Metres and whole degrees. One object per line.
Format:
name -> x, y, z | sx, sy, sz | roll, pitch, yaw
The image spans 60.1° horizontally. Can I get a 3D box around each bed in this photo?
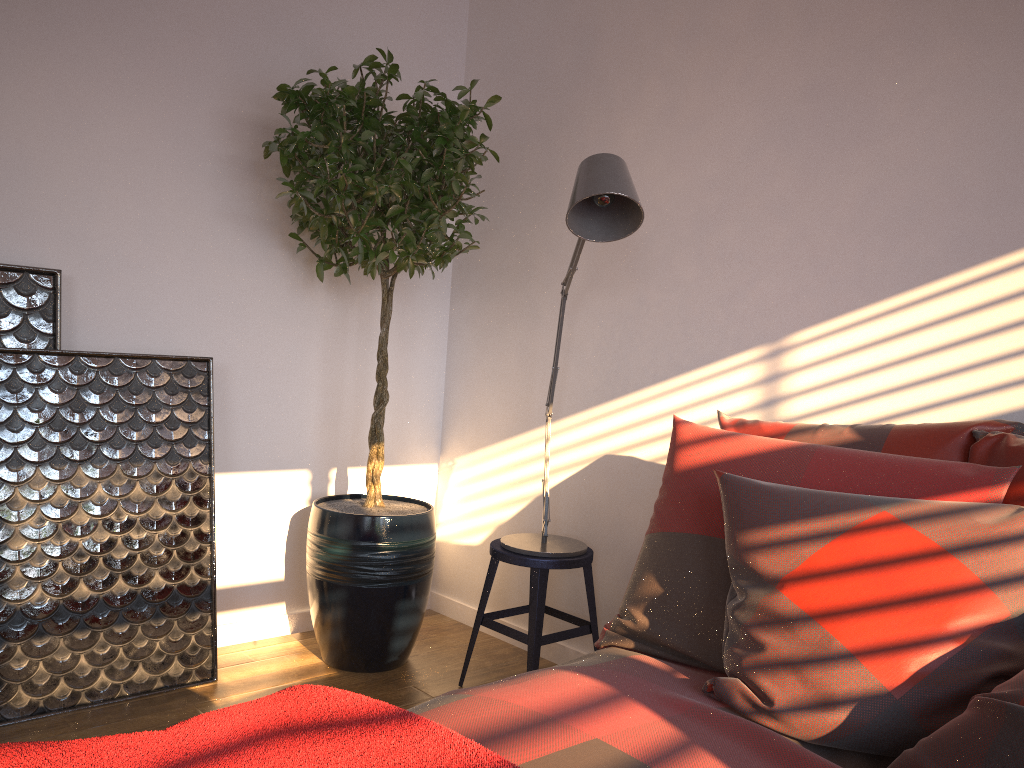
bed -> 0.463, 0.719, 1.040 | 2.314, 0.773, 2.028 | 2, 4, -43

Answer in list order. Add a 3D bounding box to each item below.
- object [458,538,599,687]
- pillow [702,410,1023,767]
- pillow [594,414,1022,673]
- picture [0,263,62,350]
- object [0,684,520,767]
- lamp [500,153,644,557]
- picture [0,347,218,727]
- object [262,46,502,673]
object -> 0.080, 0.764, 2.864 | 0.342, 0.482, 0.337 | 0, 6, -43
pillow -> 0.939, 0.450, 1.422 | 1.144, 0.737, 2.134 | 1, 4, -45
pillow -> 0.912, 0.416, 1.501 | 0.528, 0.554, 1.807 | 1, 4, -42
picture -> -1.803, 0.280, 2.184 | 1.249, 1.258, 0.171 | 1, 6, -43
object -> -0.050, 0.768, 0.618 | 0.683, 0.663, 2.634 | 1, 4, -42
lamp -> 0.150, -0.028, 2.541 | 0.279, 1.132, 0.785 | 4, 4, -2
picture -> -1.338, 0.417, 2.475 | 1.025, 1.032, 0.209 | 1, 6, -43
object -> -0.491, -0.053, 2.991 | 0.801, 2.029, 0.809 | 0, 6, -39
